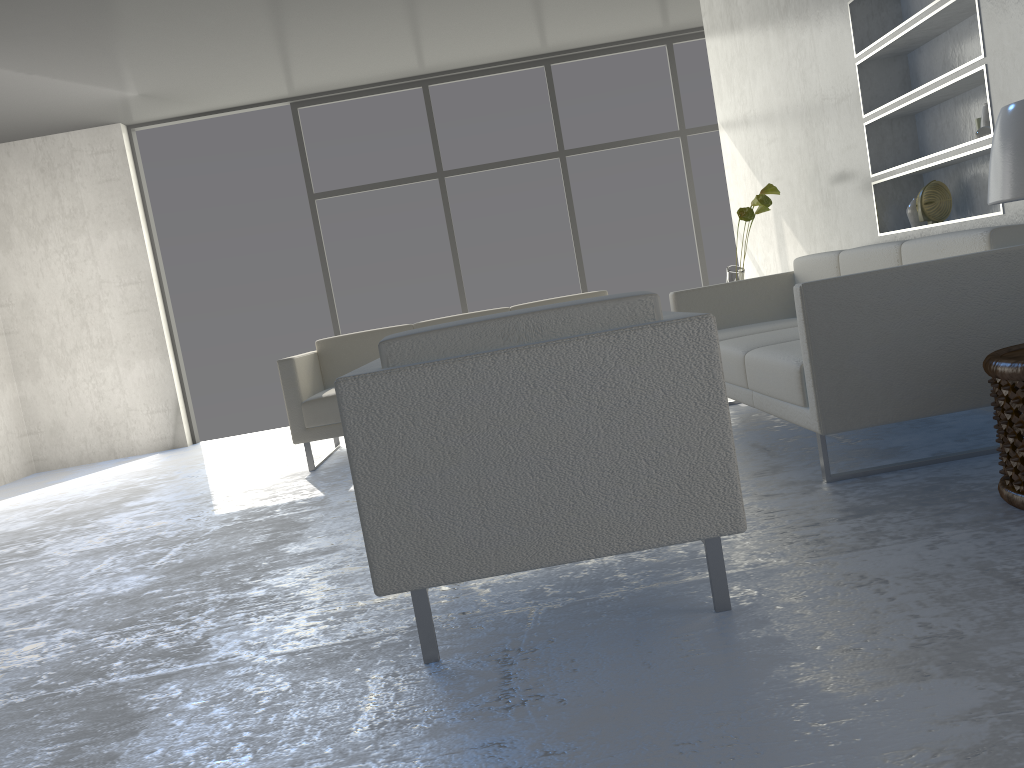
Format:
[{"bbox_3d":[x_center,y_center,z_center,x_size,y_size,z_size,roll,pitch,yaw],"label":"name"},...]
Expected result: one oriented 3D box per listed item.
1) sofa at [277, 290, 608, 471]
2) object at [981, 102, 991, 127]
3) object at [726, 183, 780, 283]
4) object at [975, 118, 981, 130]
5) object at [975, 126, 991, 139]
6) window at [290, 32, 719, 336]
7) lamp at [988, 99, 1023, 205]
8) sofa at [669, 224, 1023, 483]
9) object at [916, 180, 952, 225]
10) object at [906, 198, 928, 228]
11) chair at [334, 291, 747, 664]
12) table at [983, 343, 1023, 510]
[{"bbox_3d":[-0.232,-0.059,4.909,1.881,0.658,0.821,-10,5,0],"label":"sofa"},{"bbox_3d":[1.653,-0.902,3.050,0.079,0.130,0.079,-10,5,-2],"label":"object"},{"bbox_3d":[1.211,-0.471,4.512,0.387,1.051,0.400,-7,6,27],"label":"object"},{"bbox_3d":[1.660,-0.893,3.136,0.074,0.094,0.074,-14,7,-36],"label":"object"},{"bbox_3d":[1.605,-0.849,3.008,0.064,0.050,0.064,-9,5,5],"label":"object"},{"bbox_3d":[0.505,-1.308,6.988,4.080,2.477,0.037,-10,5,0],"label":"window"},{"bbox_3d":[1.295,-0.368,2.030,0.347,0.582,0.347,-13,6,-32],"label":"lamp"},{"bbox_3d":[1.221,-0.176,3.459,0.821,0.658,1.881,-10,5,0],"label":"sofa"},{"bbox_3d":[1.661,-0.719,3.536,0.088,0.179,0.163,-11,5,-10],"label":"object"},{"bbox_3d":[1.688,-0.711,3.687,0.086,0.128,0.086,-9,5,10],"label":"object"},{"bbox_3d":[0.059,0.148,2.134,0.748,0.662,0.821,-10,5,0],"label":"chair"},{"bbox_3d":[1.373,0.084,2.071,0.452,0.358,0.452,-12,6,-25],"label":"table"}]
